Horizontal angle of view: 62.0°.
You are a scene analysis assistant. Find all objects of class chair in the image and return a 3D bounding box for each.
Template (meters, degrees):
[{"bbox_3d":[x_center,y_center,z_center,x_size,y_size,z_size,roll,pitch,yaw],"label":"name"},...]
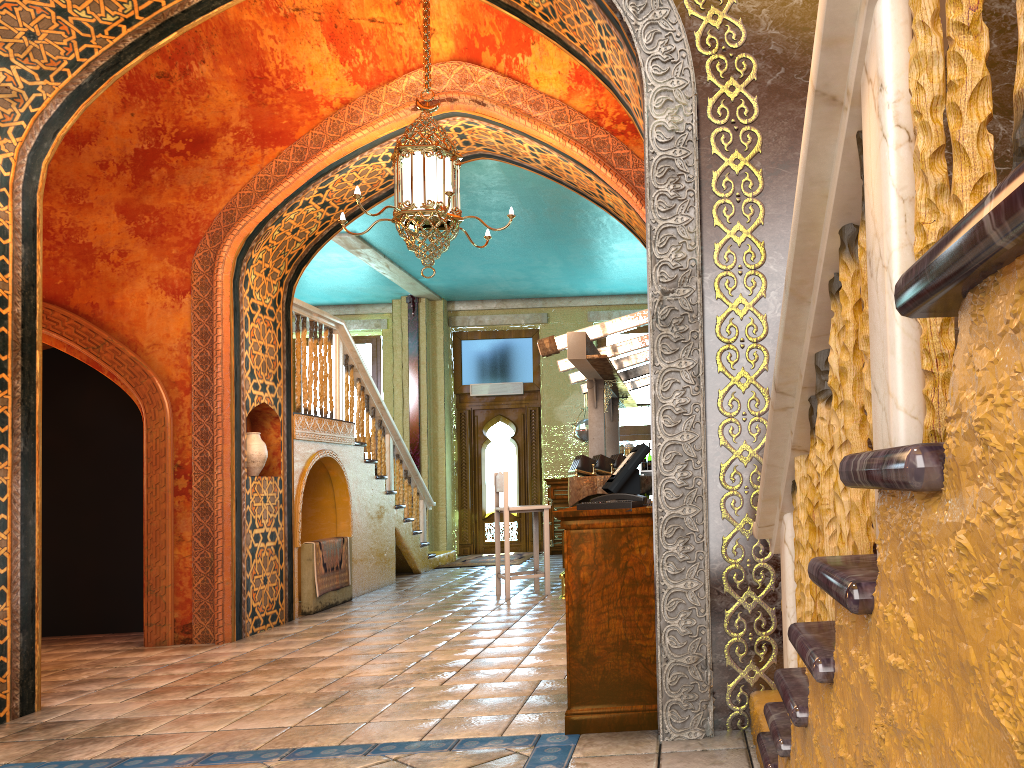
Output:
[{"bbox_3d":[0.115,1.610,9.216,0.539,1.334,0.464,-1,-3,-21],"label":"chair"}]

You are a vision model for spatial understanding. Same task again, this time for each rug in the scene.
[{"bbox_3d":[-0.308,2.835,13.813,1.297,0.039,2.441,-4,-7,8],"label":"rug"}]

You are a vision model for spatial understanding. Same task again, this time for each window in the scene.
[{"bbox_3d":[2.298,0.662,15.041,1.540,3.413,0.088,-2,-2,-2],"label":"window"},{"bbox_3d":[-3.046,0.875,14.832,1.540,3.413,0.088,-2,-2,-2],"label":"window"}]

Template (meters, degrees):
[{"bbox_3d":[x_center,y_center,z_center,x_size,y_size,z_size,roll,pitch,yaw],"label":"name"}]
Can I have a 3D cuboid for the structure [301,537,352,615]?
[{"bbox_3d":[-1.908,1.968,8.836,0.107,0.686,1.032,-2,-5,11],"label":"structure"}]

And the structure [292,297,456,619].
[{"bbox_3d":[-2.395,1.072,10.971,1.770,3.134,5.986,-3,-6,10],"label":"structure"}]

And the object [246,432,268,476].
[{"bbox_3d":[-2.307,0.625,7.555,0.234,0.383,0.270,-4,-4,22],"label":"object"}]

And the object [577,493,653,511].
[{"bbox_3d":[0.499,0.576,4.133,0.375,0.086,0.347,-5,-7,19],"label":"object"}]

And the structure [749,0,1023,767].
[{"bbox_3d":[1.420,-0.262,1.368,1.810,3.134,6.584,-3,-6,10],"label":"structure"}]

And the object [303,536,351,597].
[{"bbox_3d":[-1.905,1.879,8.824,0.148,0.554,0.900,-3,-6,11],"label":"object"}]

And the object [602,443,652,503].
[{"bbox_3d":[0.603,0.491,4.595,0.259,0.317,0.448,-2,-5,-2],"label":"object"}]

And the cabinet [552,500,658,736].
[{"bbox_3d":[0.591,1.189,4.661,0.486,1.050,1.522,-3,-5,10],"label":"cabinet"}]

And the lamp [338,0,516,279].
[{"bbox_3d":[-0.634,-1.949,6.263,1.285,2.361,1.135,-2,-3,4],"label":"lamp"}]

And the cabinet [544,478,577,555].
[{"bbox_3d":[1.160,2.242,14.496,1.117,1.301,0.617,-2,-3,1],"label":"cabinet"}]
